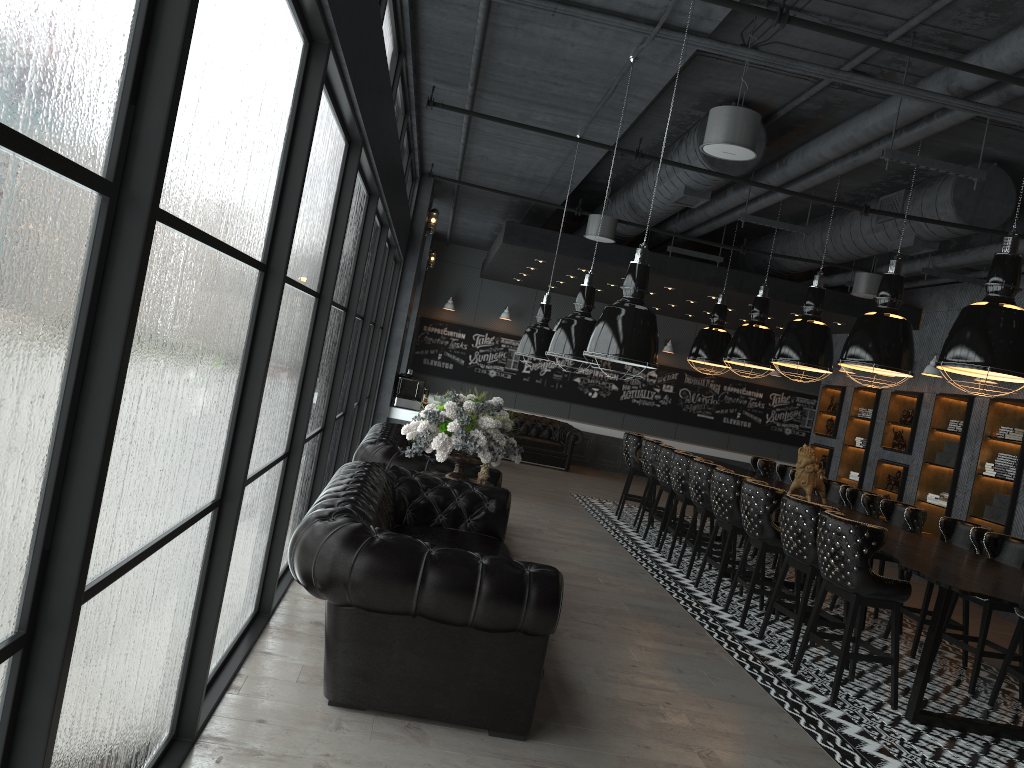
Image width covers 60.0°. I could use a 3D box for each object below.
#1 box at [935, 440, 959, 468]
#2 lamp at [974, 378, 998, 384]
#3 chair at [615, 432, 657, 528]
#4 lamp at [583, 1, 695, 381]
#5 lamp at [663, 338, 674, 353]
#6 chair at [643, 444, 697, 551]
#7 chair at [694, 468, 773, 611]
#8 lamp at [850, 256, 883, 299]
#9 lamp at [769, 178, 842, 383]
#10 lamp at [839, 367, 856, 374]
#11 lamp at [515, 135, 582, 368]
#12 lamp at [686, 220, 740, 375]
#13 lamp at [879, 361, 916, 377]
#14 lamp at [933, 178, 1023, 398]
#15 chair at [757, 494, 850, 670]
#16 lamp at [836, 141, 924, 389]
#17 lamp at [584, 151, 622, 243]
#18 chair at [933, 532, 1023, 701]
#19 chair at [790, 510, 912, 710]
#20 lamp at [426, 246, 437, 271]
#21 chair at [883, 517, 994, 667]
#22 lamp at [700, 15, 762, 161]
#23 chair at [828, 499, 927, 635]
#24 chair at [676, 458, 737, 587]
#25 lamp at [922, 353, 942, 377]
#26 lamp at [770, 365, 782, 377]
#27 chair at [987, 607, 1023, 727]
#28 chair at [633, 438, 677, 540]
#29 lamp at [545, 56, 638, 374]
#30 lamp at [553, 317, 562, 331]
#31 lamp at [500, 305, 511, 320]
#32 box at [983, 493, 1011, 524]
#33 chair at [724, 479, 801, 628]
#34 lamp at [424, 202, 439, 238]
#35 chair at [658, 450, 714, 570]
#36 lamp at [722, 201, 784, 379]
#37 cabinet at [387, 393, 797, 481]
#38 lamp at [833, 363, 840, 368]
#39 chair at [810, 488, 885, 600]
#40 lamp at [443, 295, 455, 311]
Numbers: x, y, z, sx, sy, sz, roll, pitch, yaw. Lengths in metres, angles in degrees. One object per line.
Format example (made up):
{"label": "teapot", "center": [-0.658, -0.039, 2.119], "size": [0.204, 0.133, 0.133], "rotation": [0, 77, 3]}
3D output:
{"label": "box", "center": [5.542, 0.886, 11.130], "size": [0.298, 0.315, 0.419], "rotation": [11, 1, -5]}
{"label": "lamp", "center": [5.461, -0.142, 9.923], "size": [0.490, 0.287, 0.243], "rotation": [11, 1, 10]}
{"label": "chair", "center": [1.608, 1.197, 11.308], "size": [0.568, 1.092, 0.504], "rotation": [11, 0, 4]}
{"label": "lamp", "center": [0.742, -1.083, 4.497], "size": [0.391, 2.153, 0.390], "rotation": [11, 1, 40]}
{"label": "lamp", "center": [3.167, -0.774, 17.830], "size": [0.244, 0.287, 0.489], "rotation": [11, 1, 10]}
{"label": "chair", "center": [1.796, 1.258, 9.879], "size": [0.568, 1.092, 0.504], "rotation": [11, 0, -9]}
{"label": "chair", "center": [1.929, 1.320, 7.721], "size": [0.568, 1.092, 0.504], "rotation": [11, 0, -8]}
{"label": "lamp", "center": [4.395, -1.569, 10.739], "size": [0.380, 1.045, 0.381], "rotation": [11, 0, 21]}
{"label": "lamp", "center": [3.067, -1.158, 8.790], "size": [0.622, 2.302, 0.621], "rotation": [11, 1, 40]}
{"label": "lamp", "center": [5.163, -0.293, 13.249], "size": [0.490, 0.287, 0.243], "rotation": [11, 1, 10]}
{"label": "lamp", "center": [0.408, -1.214, 8.144], "size": [0.391, 2.161, 0.390], "rotation": [11, 1, 40]}
{"label": "lamp", "center": [2.800, -1.259, 11.697], "size": [0.622, 2.302, 0.621], "rotation": [11, 1, 40]}
{"label": "lamp", "center": [5.265, -0.236, 12.101], "size": [0.490, 0.287, 0.243], "rotation": [11, 1, 10]}
{"label": "lamp", "center": [3.334, -1.056, 5.883], "size": [0.622, 2.302, 0.621], "rotation": [11, 1, 40]}
{"label": "chair", "center": [2.124, 1.382, 6.343], "size": [0.568, 1.092, 0.504], "rotation": [11, 0, -12]}
{"label": "lamp", "center": [3.200, -1.107, 7.337], "size": [0.622, 2.302, 0.621], "rotation": [11, 1, 40]}
{"label": "lamp", "center": [1.128, -2.207, 10.423], "size": [0.381, 1.045, 0.380], "rotation": [11, 1, -37]}
{"label": "chair", "center": [3.491, 1.650, 6.435], "size": [0.568, 1.092, 0.504], "rotation": [11, 0, -13]}
{"label": "chair", "center": [2.143, 1.398, 5.610], "size": [0.568, 1.092, 0.504], "rotation": [11, 0, -13]}
{"label": "lamp", "center": [-1.522, -2.377, 16.897], "size": [0.139, 0.480, 0.145], "rotation": [11, 0, -5]}
{"label": "chair", "center": [3.470, 1.633, 7.152], "size": [0.568, 1.092, 0.504], "rotation": [11, 0, -4]}
{"label": "lamp", "center": [1.540, -2.043, 5.914], "size": [0.381, 1.030, 0.380], "rotation": [11, 0, -16]}
{"label": "chair", "center": [3.275, 1.583, 7.868], "size": [0.568, 1.092, 0.504], "rotation": [11, 0, -4]}
{"label": "chair", "center": [1.886, 1.299, 8.467], "size": [0.568, 1.092, 0.504], "rotation": [11, 0, -1]}
{"label": "lamp", "center": [5.370, -0.222, 11.009], "size": [0.490, 0.287, 0.243], "rotation": [11, 1, 10]}
{"label": "lamp", "center": [5.382, -0.304, 18.045], "size": [0.244, 0.287, 0.489], "rotation": [11, 1, 10]}
{"label": "chair", "center": [3.563, 1.676, 5.720], "size": [0.568, 1.092, 0.504], "rotation": [11, 0, 4]}
{"label": "chair", "center": [1.741, 1.235, 10.592], "size": [0.568, 1.092, 0.504], "rotation": [11, 0, 4]}
{"label": "lamp", "center": [0.607, -1.138, 5.976], "size": [0.391, 2.161, 0.390], "rotation": [11, 1, 40]}
{"label": "lamp", "center": [0.969, -1.176, 17.619], "size": [0.244, 0.287, 0.489], "rotation": [11, 1, 10]}
{"label": "lamp", "center": [-0.081, -1.411, 17.516], "size": [0.244, 0.287, 0.489], "rotation": [11, 1, 10]}
{"label": "box", "center": [5.561, 1.412, 10.022], "size": [0.323, 0.315, 0.419], "rotation": [11, 1, -5]}
{"label": "chair", "center": [2.017, 1.349, 7.039], "size": [0.568, 1.092, 0.504], "rotation": [11, 0, -2]}
{"label": "lamp", "center": [-1.075, -2.207, 12.028], "size": [0.139, 0.480, 0.145], "rotation": [11, 0, -5]}
{"label": "chair", "center": [1.831, 1.276, 9.176], "size": [0.568, 1.092, 0.504], "rotation": [11, 0, -3]}
{"label": "lamp", "center": [2.933, -1.208, 10.244], "size": [0.622, 2.302, 0.621], "rotation": [11, 1, 40]}
{"label": "cabinet", "center": [2.154, 1.386, 14.911], "size": [8.418, 0.827, 6.313], "rotation": [11, 1, -5]}
{"label": "lamp", "center": [5.062, -0.321, 14.328], "size": [0.490, 0.287, 0.243], "rotation": [11, 1, 10]}
{"label": "chair", "center": [3.226, 1.561, 8.628], "size": [0.568, 1.092, 0.504], "rotation": [11, 0, 3]}
{"label": "lamp", "center": [-1.181, -1.590, 17.411], "size": [0.244, 0.287, 0.489], "rotation": [11, 1, 10]}
